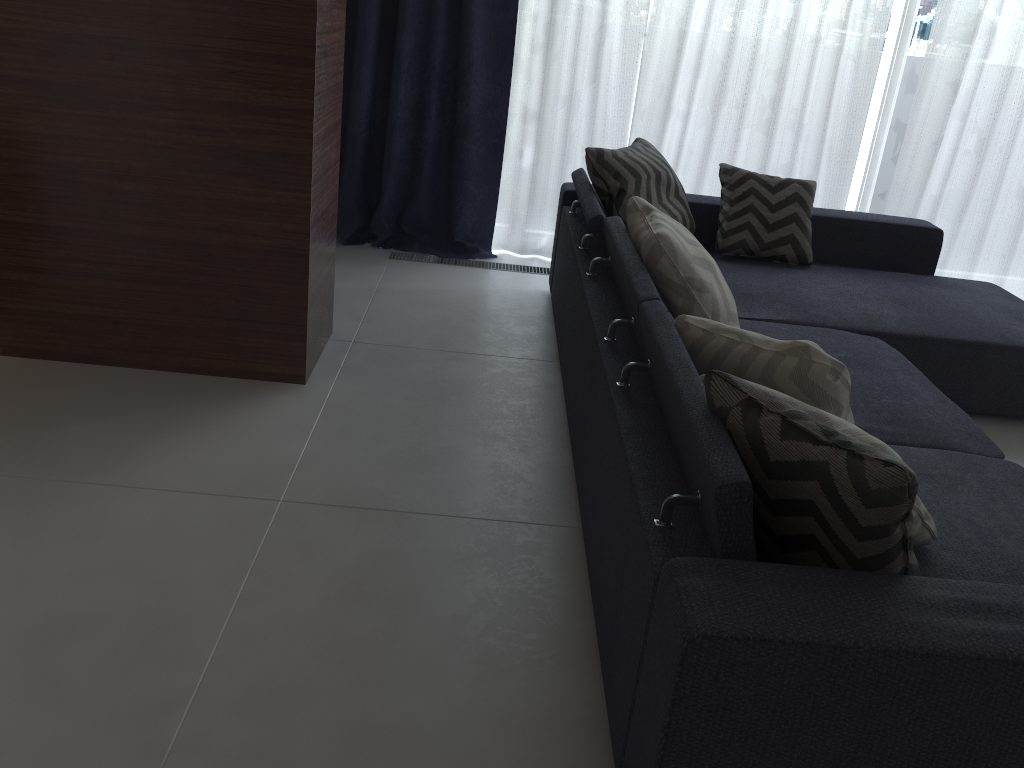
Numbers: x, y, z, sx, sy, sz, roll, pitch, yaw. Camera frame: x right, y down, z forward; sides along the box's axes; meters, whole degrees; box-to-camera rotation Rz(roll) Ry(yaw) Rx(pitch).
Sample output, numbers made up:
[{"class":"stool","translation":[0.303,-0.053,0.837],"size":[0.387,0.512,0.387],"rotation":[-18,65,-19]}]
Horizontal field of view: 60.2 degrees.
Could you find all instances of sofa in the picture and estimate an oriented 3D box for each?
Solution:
[{"class":"sofa","translation":[1.140,-0.015,2.584],"size":[1.898,0.591,2.961],"rotation":[5,24,-2]}]

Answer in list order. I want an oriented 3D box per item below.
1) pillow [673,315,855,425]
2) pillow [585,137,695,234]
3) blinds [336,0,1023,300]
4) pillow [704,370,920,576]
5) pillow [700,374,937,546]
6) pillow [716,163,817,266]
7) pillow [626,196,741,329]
[{"class":"pillow","translation":[0.565,0.019,1.956],"size":[0.425,0.341,0.284],"rotation":[25,28,37]},{"class":"pillow","translation":[0.500,-0.672,3.469],"size":[0.359,0.503,0.609],"rotation":[17,25,25]},{"class":"blinds","translation":[1.816,-0.616,1.513],"size":[7.135,2.694,5.974],"rotation":[7,23,1]},{"class":"pillow","translation":[0.498,0.199,1.465],"size":[0.222,0.374,0.426],"rotation":[-6,25,-30]},{"class":"pillow","translation":[0.592,0.147,1.692],"size":[0.332,0.286,0.425],"rotation":[-11,28,-37]},{"class":"pillow","translation":[1.047,-0.694,3.635],"size":[0.415,0.335,0.294],"rotation":[7,22,2]},{"class":"pillow","translation":[0.505,-0.300,2.587],"size":[0.342,0.377,0.510],"rotation":[6,22,-3]}]
